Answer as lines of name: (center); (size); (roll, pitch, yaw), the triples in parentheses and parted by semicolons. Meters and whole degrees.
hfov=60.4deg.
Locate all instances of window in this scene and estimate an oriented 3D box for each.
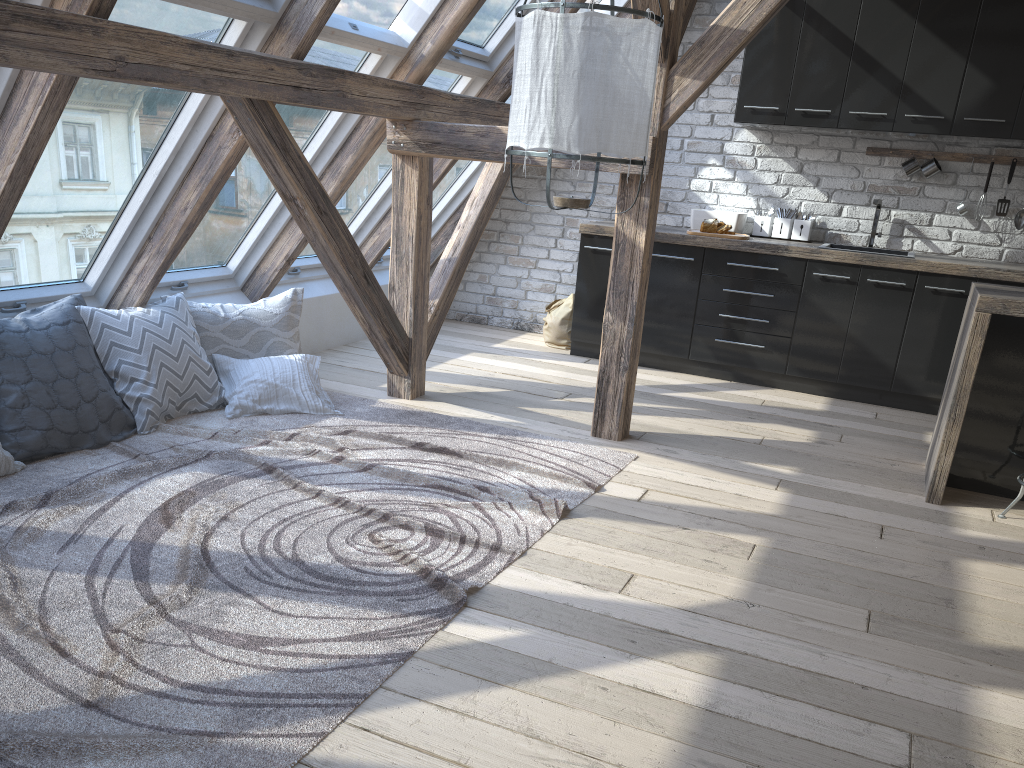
window: (-0.819, -1.156, 4.837); (1.086, 1.326, 0.830); (12, 20, 21)
window: (-0.565, -1.800, 2.469); (1.086, 1.326, 0.830); (12, 20, 21)
window: (-1.191, -0.981, 4.042); (1.086, 1.326, 0.830); (12, 20, 21)
window: (-1.563, -0.806, 3.246); (1.086, 1.326, 0.830); (12, 20, 21)
window: (-1.935, -0.631, 2.451); (1.086, 1.326, 0.830); (12, 20, 21)
window: (0.495, -2.335, 4.877); (1.507, 1.326, 0.830); (11, 20, 21)
window: (0.180, -2.149, 4.060); (1.086, 1.326, 0.830); (12, 20, 21)
window: (-0.447, -1.331, 5.632); (1.086, 1.326, 0.830); (12, 20, 21)
window: (-0.237, -1.983, 3.282); (1.394, 1.326, 0.830); (11, 20, 21)

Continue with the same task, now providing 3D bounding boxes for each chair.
chair: (2.188, 0.250, 3.418); (0.351, 0.661, 0.343); (-8, 22, -32)

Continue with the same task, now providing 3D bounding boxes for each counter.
counter: (1.922, -0.183, 4.574); (3.779, 0.886, 2.180); (11, 16, 21)

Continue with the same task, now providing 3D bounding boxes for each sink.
sink: (2.103, -0.818, 5.190); (0.521, 0.535, 0.499); (12, 19, 21)

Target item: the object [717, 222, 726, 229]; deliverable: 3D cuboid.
object: (1.279, -0.964, 5.416); (0.074, 0.070, 0.076); (3, 17, -5)

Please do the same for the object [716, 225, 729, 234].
object: (1.282, -0.945, 5.363); (0.072, 0.060, 0.080); (4, 16, -2)

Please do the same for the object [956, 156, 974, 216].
object: (2.643, -1.147, 5.108); (0.070, 0.339, 0.064); (12, 21, 21)

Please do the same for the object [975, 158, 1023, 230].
object: (2.822, -1.084, 5.013); (0.280, 0.396, 0.067); (12, 21, 21)

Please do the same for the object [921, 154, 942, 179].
object: (2.452, -1.270, 5.139); (0.115, 0.144, 0.091); (19, 23, 37)

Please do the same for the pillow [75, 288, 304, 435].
pillow: (-1.463, -0.155, 4.156); (0.495, 0.554, 1.126); (14, 18, 27)

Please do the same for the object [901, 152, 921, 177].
object: (2.356, -1.290, 5.184); (0.116, 0.144, 0.090); (12, 20, 23)

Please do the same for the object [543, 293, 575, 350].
object: (0.354, -0.470, 6.146); (0.334, 0.405, 0.383); (-11, 23, -39)

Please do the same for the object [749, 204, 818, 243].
object: (1.712, -1.013, 5.531); (0.401, 0.209, 0.143); (11, 19, 22)

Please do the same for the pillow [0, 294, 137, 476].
pillow: (-1.946, 0.019, 3.210); (0.463, 0.584, 1.238); (12, 17, 23)

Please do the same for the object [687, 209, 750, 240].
object: (1.299, -1.005, 5.507); (0.380, 0.139, 0.571); (8, 15, 11)

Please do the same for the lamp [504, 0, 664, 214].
lamp: (0.246, -1.428, 2.225); (0.406, 1.969, 0.386); (-5, 22, -25)

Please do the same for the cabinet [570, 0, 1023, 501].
cabinet: (2.199, -0.969, 4.268); (4.178, 2.607, 2.032); (11, 19, 21)

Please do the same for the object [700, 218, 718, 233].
object: (1.201, -0.968, 5.368); (0.090, 0.091, 0.083); (5, 17, 0)

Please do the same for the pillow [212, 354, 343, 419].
pillow: (-1.127, 0.008, 4.209); (0.535, 0.251, 0.459); (-3, 17, -25)

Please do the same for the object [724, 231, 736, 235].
object: (1.336, -0.925, 5.388); (0.068, 0.017, 0.075); (5, 15, 0)

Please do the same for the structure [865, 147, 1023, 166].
structure: (2.545, -1.320, 5.106); (0.924, 0.048, 0.079); (10, 17, 21)

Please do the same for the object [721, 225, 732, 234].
object: (1.308, -0.945, 5.375); (0.073, 0.057, 0.080); (4, 16, -1)

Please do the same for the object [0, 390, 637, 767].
object: (-1.075, 0.409, 2.966); (2.168, 0.059, 3.101); (11, 16, 22)
